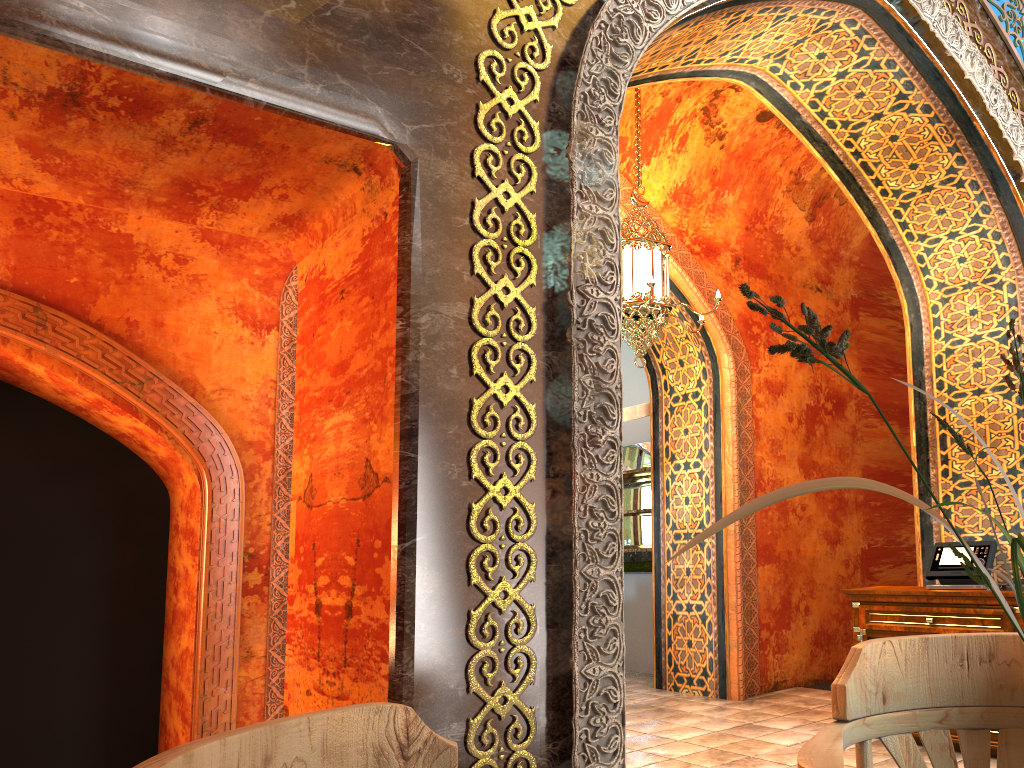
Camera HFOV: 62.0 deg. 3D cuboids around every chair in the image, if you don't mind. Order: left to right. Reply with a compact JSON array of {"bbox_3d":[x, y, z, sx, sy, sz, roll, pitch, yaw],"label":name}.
[{"bbox_3d":[-0.094,1.040,1.044,0.655,1.170,0.836,-4,-9,19],"label":"chair"},{"bbox_3d":[0.952,1.114,1.628,0.750,1.170,0.732,-3,-8,13],"label":"chair"}]

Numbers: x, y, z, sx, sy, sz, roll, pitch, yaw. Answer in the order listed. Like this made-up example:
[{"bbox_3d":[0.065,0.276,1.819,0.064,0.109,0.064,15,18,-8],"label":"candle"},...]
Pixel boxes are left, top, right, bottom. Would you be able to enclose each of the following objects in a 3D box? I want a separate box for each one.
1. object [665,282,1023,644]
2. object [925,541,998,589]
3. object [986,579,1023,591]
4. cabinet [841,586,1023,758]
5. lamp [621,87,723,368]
[{"bbox_3d":[0.456,0.248,0.819,0.712,0.710,0.229,2,-8,-23],"label":"object"},{"bbox_3d":[3.095,1.248,5.872,0.409,0.315,0.283,-11,-13,43],"label":"object"},{"bbox_3d":[3.310,1.305,5.513,0.437,0.086,0.300,2,-12,-21],"label":"object"},{"bbox_3d":[3.006,1.937,5.833,0.554,1.044,1.335,4,-11,-34],"label":"cabinet"},{"bbox_3d":[0.947,-1.280,6.368,1.446,2.347,1.001,5,-9,-35],"label":"lamp"}]
